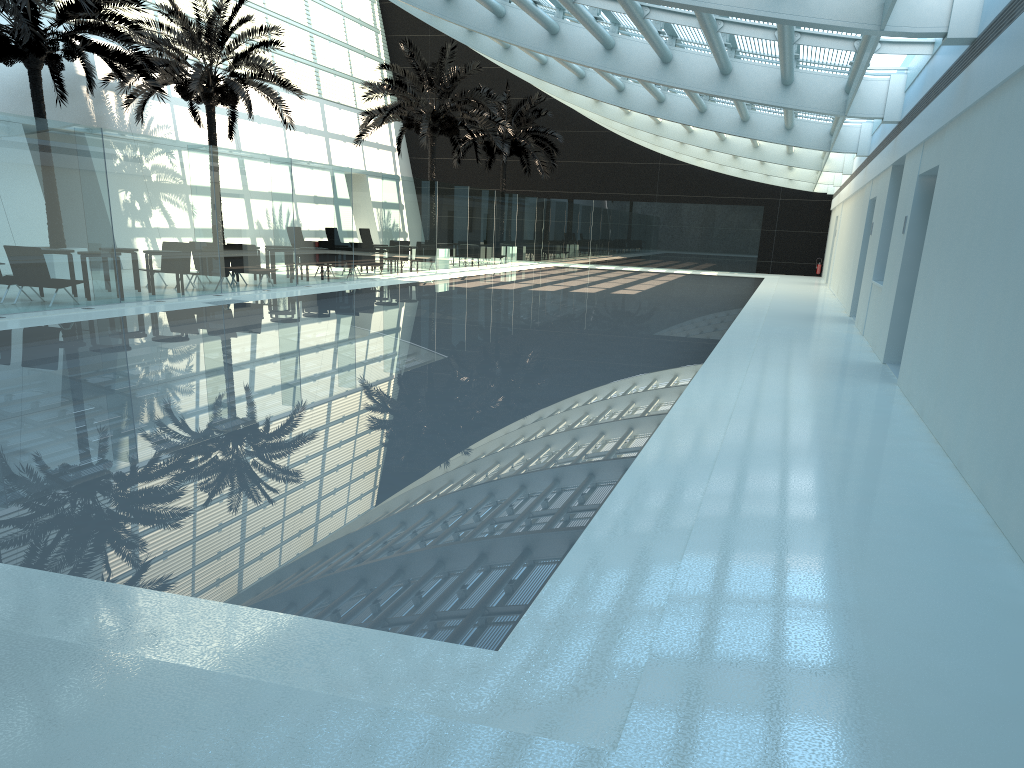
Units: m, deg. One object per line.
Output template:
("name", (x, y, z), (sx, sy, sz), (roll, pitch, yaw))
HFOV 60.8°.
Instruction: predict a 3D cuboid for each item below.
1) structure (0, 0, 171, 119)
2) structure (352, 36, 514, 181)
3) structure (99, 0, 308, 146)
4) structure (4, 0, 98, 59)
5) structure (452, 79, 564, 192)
("structure", (-9.553, -5.619, 17.483), (4.644, 7.160, 4.067), (1, 17, -5))
("structure", (-2.597, -7.470, 28.833), (4.809, 7.356, 4.238), (5, 17, 9))
("structure", (-7.988, -6.580, 22.980), (4.560, 7.224, 4.145), (-11, 21, -38))
("structure", (-8.206, -4.560, 11.434), (4.725, 7.355, 4.317), (14, 20, 33))
("structure", (-0.184, -8.706, 36.228), (4.459, 7.354, 4.572), (1, 17, -5))
